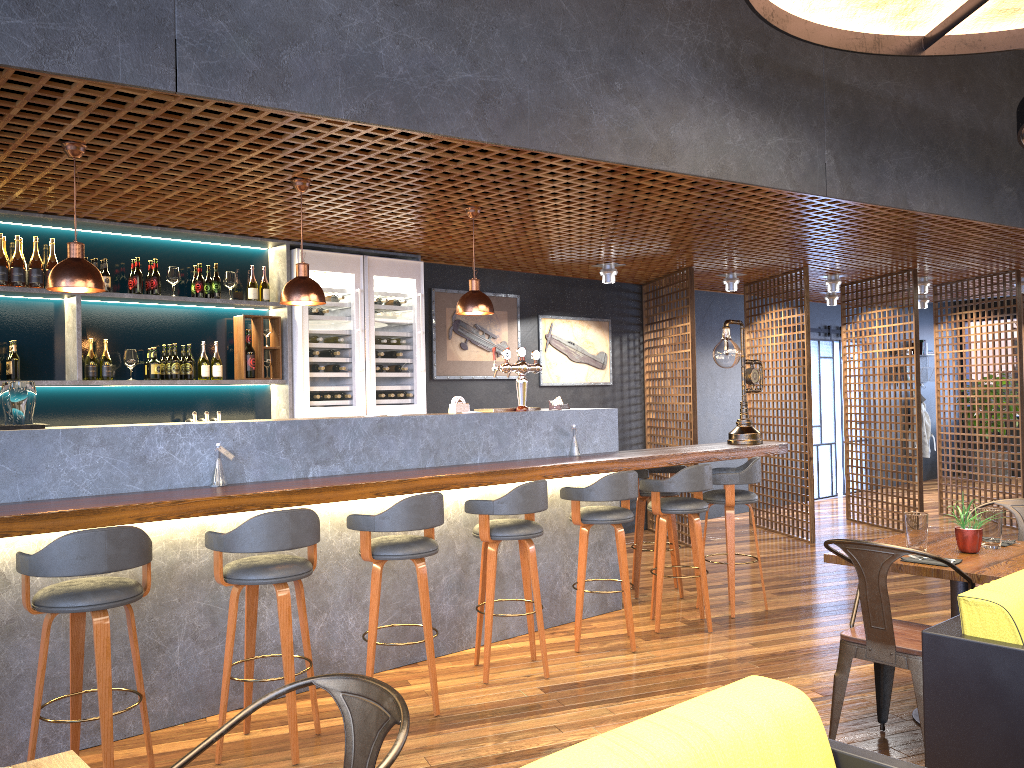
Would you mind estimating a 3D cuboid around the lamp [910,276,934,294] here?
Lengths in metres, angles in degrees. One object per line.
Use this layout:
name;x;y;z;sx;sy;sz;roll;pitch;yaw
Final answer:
lamp;4.522;-1.088;9.777;0.228;0.172;0.228;-1;-1;-41

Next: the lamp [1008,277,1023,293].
lamp;5.732;-1.110;9.957;0.228;0.172;0.228;-1;-1;-41

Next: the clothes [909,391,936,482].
clothes;6.428;0.808;13.876;0.401;1.494;0.423;-2;-1;45

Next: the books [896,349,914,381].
books;6.044;-0.283;13.664;0.223;0.489;0.286;-2;-1;40

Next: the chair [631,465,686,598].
chair;1.072;1.045;6.654;0.438;1.048;0.483;-1;-1;20

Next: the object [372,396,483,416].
object;-0.518;0.129;5.302;0.766;0.106;0.200;-1;-1;-41

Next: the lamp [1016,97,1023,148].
lamp;4.248;-2.263;4.687;2.778;1.475;2.778;-1;-1;-37

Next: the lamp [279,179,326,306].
lamp;-1.150;-0.776;4.858;0.250;0.673;0.250;-1;-1;-9

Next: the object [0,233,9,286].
object;-3.153;-0.763;5.469;0.084;0.330;0.084;-1;-1;-35

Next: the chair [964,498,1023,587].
chair;2.498;1.051;4.393;0.541;0.917;0.504;-1;-1;-41

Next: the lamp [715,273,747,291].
lamp;2.267;-1.050;9.168;0.228;0.172;0.228;-1;-1;-41

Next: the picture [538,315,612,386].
picture;0.663;-0.334;9.058;1.039;0.697;0.028;-1;-1;-41

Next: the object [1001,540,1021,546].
object;2.269;0.740;4.184;0.157;0.019;0.255;0;-1;-42

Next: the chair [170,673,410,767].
chair;-0.467;1.075;1.665;0.541;0.917;0.504;-1;-1;-41

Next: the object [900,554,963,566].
object;1.768;0.745;3.787;0.157;0.019;0.255;0;-1;-42

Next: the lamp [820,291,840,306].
lamp;5.851;0.117;6.743;3.017;2.714;9.057;-1;-1;-41

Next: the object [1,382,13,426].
object;-2.218;0.095;3.955;0.105;0.209;0.105;-1;-1;-6

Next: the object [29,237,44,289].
object;-3.003;-0.764;5.594;0.084;0.330;0.084;-1;-1;-35

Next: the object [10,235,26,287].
object;-3.082;-0.763;5.530;0.084;0.330;0.084;-1;-1;-35

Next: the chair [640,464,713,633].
chair;1.062;1.033;5.716;0.483;1.048;0.438;-1;-1;-13

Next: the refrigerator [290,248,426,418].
refrigerator;-1.259;0.042;7.109;1.159;2.109;0.454;-1;-1;-41

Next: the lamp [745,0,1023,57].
lamp;2.318;-2.416;3.546;2.778;1.159;2.778;-1;-1;9

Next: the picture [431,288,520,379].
picture;-0.313;-0.449;8.203;1.039;0.809;0.028;-1;-1;-41

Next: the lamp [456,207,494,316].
lamp;-0.243;-0.784;5.655;0.250;0.673;0.250;-1;-1;-9

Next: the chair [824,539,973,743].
chair;1.563;1.059;3.571;0.541;0.917;0.504;-1;-1;-41

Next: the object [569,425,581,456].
object;0.409;0.369;5.837;0.069;0.203;0.114;-1;-1;-7

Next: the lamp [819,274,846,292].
lamp;3.421;-1.070;9.443;0.228;0.172;0.228;-1;-1;-41

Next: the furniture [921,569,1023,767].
furniture;5.491;0.981;3.515;4.895;0.914;7.462;-2;-1;44

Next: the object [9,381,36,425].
object;-2.137;0.092;3.873;0.105;0.209;0.105;-1;-1;-6

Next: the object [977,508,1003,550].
object;2.182;0.660;4.042;0.102;0.178;0.102;-2;-1;34

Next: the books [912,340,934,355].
books;6.538;-0.574;14.118;0.450;0.245;0.177;-1;-1;-41

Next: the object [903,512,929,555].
object;1.804;0.666;3.956;0.102;0.178;0.102;-1;-1;-6

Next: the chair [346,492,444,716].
chair;-0.545;1.048;4.356;0.438;1.048;0.483;-1;-1;9

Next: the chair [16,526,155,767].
chair;-1.621;1.058;3.431;0.438;1.048;0.483;-1;-1;20

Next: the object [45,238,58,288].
object;-2.932;-0.765;5.659;0.084;0.330;0.084;-1;-1;-35

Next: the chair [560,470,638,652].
chair;0.551;1.039;5.355;0.438;1.048;0.483;-1;-1;20

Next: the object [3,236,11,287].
object;-3.184;-0.761;5.557;0.084;0.330;0.084;-1;-1;-35

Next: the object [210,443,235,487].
object;-1.395;0.385;4.243;0.069;0.203;0.114;-2;-1;38

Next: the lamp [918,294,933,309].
lamp;5.389;-1.081;11.642;0.228;0.172;0.228;-1;-1;-41

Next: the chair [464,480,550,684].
chair;-0.029;1.044;4.839;0.483;1.048;0.438;-1;-1;-27

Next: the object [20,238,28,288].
object;-3.115;-0.761;5.620;0.084;0.330;0.084;-1;-1;-35

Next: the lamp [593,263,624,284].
lamp;0.905;-1.033;8.303;0.228;0.172;0.228;-1;-1;-41

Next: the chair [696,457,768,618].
chair;1.497;1.029;6.113;0.438;1.048;0.483;-2;-1;40

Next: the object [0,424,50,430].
object;-2.280;0.190;3.850;0.437;0.019;0.273;-1;-1;-41

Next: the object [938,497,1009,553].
object;2.027;0.615;3.965;0.260;0.271;0.238;-1;-1;-20

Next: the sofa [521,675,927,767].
sofa;-0.340;1.062;0.589;3.061;0.914;0.966;-1;-1;-41

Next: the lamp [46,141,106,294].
lamp;-2.017;-0.768;4.096;0.250;0.673;0.250;-1;-1;-9

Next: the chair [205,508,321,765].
chair;-1.071;1.052;3.841;0.483;1.048;0.438;-1;-1;-13

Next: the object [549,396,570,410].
object;0.321;0.129;6.012;0.091;0.091;0.177;-2;-1;24
